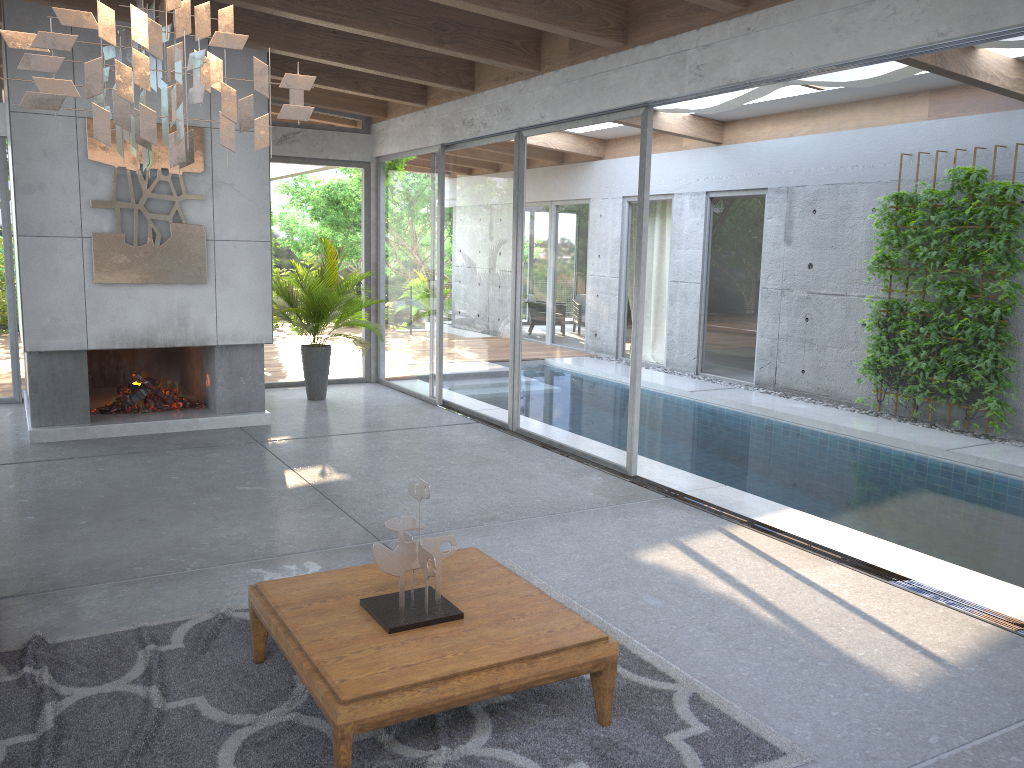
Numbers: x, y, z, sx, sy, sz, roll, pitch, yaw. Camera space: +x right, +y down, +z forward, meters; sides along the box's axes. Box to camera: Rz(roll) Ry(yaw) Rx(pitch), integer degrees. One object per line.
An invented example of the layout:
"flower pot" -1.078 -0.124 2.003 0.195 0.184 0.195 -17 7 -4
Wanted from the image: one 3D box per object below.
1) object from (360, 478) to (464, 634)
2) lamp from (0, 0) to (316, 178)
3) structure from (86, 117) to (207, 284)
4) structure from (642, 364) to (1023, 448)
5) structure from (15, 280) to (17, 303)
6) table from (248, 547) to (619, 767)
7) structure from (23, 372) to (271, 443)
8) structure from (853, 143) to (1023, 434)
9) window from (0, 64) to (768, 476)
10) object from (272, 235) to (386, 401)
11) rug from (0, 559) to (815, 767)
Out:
"object" -0.374 0.596 3.353 0.346 0.518 0.379 -4 10 -29
"lamp" -1.093 -1.297 2.474 0.862 1.400 0.636 4 9 17
"structure" -3.099 -1.535 7.574 0.919 1.351 0.041 -4 10 -29
"structure" 4.710 0.548 8.368 0.477 0.068 13.673 -4 10 -29
"structure" -7.897 -0.094 8.561 15.587 3.022 31.708 3 9 11
"table" -0.350 1.027 3.413 1.048 0.352 1.112 -4 10 -29
"structure" -3.694 -0.004 8.799 2.012 0.595 2.203 -4 10 -29
"structure" 4.264 -0.273 4.451 2.739 2.687 10.282 -1 9 -13
"window" -0.258 -0.598 2.857 14.294 3.764 23.280 -4 10 -29
"object" -2.135 -0.736 9.688 1.484 1.819 1.798 -2 10 -23
"rug" -0.869 1.194 3.207 3.186 0.056 2.187 -4 10 -29
